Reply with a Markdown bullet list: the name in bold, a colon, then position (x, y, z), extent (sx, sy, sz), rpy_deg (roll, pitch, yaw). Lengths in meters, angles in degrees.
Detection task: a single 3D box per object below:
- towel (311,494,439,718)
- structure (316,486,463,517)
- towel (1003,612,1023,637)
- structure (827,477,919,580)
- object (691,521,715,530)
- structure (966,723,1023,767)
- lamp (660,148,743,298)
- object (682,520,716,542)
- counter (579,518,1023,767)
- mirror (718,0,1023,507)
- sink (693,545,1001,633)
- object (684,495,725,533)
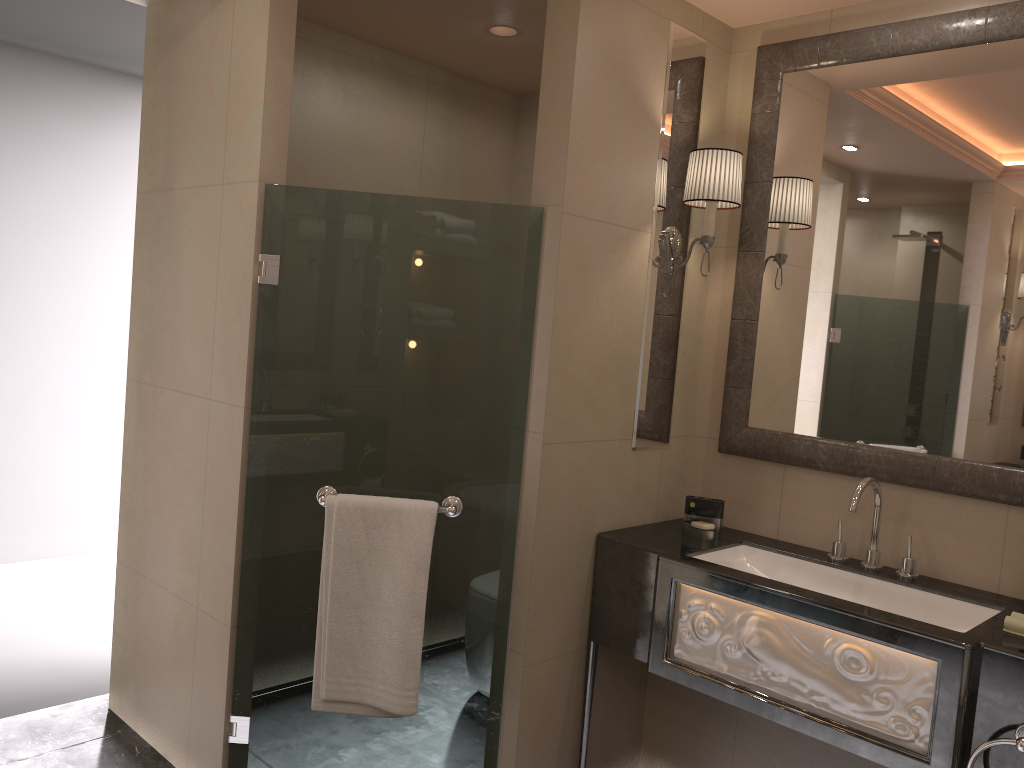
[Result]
- **towel**: position (-0.382, 0.624, 2.501), extent (0.313, 0.629, 0.154), rpy_deg (5, 4, 11)
- **structure**: position (-0.345, 0.335, 2.478), extent (0.415, 0.061, 0.074), rpy_deg (5, 4, -1)
- **towel**: position (1.204, 0.554, 2.011), extent (0.096, 0.039, 0.149), rpy_deg (1, 5, -44)
- **structure**: position (1.033, 0.393, 2.492), extent (0.223, 0.268, 0.242), rpy_deg (5, 4, 9)
- **object**: position (0.589, 0.436, 2.735), extent (0.051, 0.022, 0.077), rpy_deg (3, 4, -26)
- **structure**: position (1.062, 0.826, 1.845), extent (0.203, 0.226, 0.074), rpy_deg (8, 5, 44)
- **lamp**: position (0.583, -0.481, 2.719), extent (0.223, 0.444, 0.174), rpy_deg (8, 5, 44)
- **object**: position (0.580, 0.455, 2.754), extent (0.080, 0.035, 0.133), rpy_deg (3, 4, -28)
- **counter**: position (0.847, 0.949, 2.412), extent (1.330, 0.858, 0.543), rpy_deg (8, 5, 44)
- **mirror**: position (1.139, -0.371, 2.504), extent (1.131, 1.321, 0.041), rpy_deg (8, 5, 44)
- **sink**: position (0.859, 0.601, 2.372), extent (0.760, 0.135, 0.349), rpy_deg (8, 5, 44)
- **object**: position (0.615, 0.418, 2.845), extent (0.124, 0.104, 0.038), rpy_deg (6, 4, 18)
